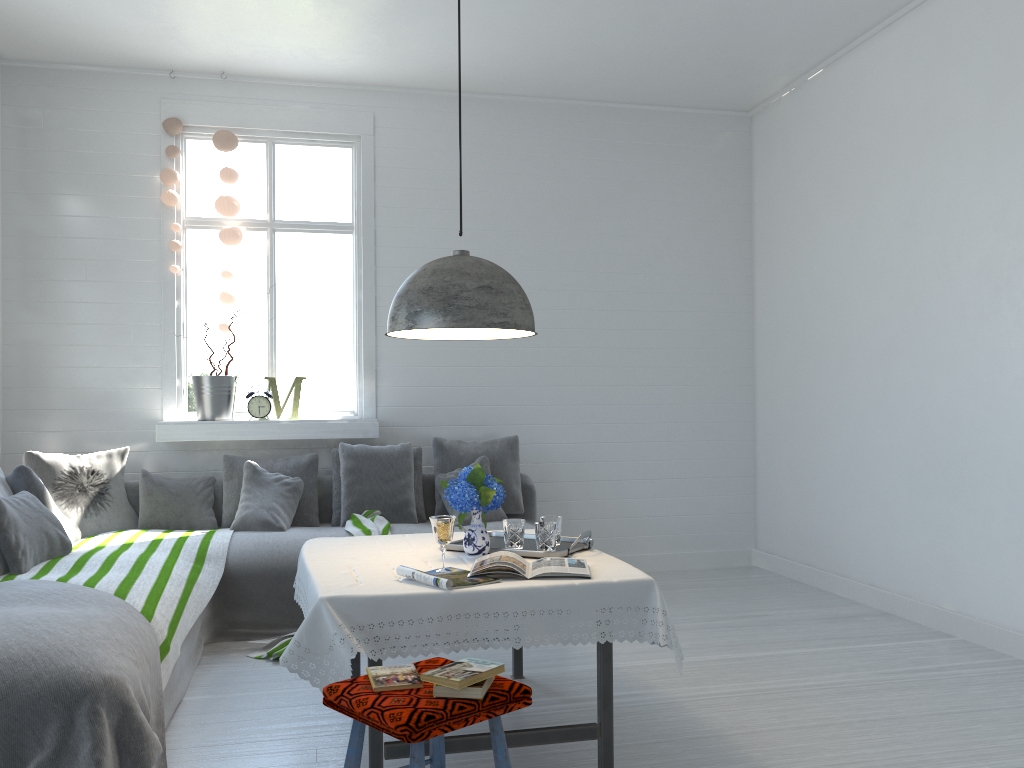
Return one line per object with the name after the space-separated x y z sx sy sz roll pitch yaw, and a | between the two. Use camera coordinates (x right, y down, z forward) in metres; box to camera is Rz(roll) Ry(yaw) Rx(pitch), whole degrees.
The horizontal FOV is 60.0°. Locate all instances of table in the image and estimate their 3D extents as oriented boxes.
-0.214 1.037 3.535 1.327 0.725 1.671 0 -1 -12 | table

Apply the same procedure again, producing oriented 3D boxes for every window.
-1.713 -0.809 6.288 1.482 2.398 0.378 0 0 -13 | window

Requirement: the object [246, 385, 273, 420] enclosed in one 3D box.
-1.754 0.132 6.158 0.182 0.250 0.075 0 -1 -13 | object

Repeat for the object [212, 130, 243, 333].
-1.999 -1.073 6.230 0.200 1.426 0.196 -1 -1 28 | object

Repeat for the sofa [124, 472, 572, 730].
-1.099 1.035 4.578 3.407 0.899 3.395 0 -1 -13 | sofa

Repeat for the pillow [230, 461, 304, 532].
-1.573 0.730 5.688 0.380 0.463 0.416 -1 -1 2 | pillow

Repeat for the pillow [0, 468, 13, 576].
-2.590 0.676 4.420 0.279 0.561 0.639 0 -1 -12 | pillow

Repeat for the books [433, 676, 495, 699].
-0.124 0.788 2.350 0.128 0.030 0.182 -1 -1 9 | books

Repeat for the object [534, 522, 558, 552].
0.136 0.613 3.544 0.095 0.119 0.095 -1 -1 11 | object

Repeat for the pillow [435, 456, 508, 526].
-0.268 0.726 5.985 0.380 0.463 0.416 0 -1 -28 | pillow

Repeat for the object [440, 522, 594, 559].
0.020 0.642 3.708 0.651 0.092 0.398 -1 -2 29 | object

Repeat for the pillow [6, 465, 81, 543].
-2.647 0.694 4.928 0.344 0.526 0.616 0 -1 -14 | pillow

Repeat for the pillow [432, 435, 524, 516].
-0.240 0.648 6.259 0.639 0.561 0.279 0 -1 -12 | pillow

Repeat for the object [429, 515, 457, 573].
-0.242 0.564 3.126 0.098 0.191 0.098 -1 -1 7 | object

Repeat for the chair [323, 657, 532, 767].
-0.228 1.090 2.397 0.419 0.562 0.419 0 -1 -43 | chair

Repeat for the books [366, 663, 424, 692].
-0.323 0.801 2.424 0.133 0.012 0.189 0 -2 -15 | books

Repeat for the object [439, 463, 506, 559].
-0.154 0.497 3.500 0.265 0.377 0.236 0 -1 -11 | object

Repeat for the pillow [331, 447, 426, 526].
-0.923 0.702 6.113 0.641 0.520 0.280 0 -1 -12 | pillow

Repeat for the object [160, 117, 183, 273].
-2.377 -1.319 6.196 0.153 1.088 0.150 0 -1 -37 | object

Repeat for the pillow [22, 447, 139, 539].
-2.656 0.687 5.567 0.395 0.561 0.638 -1 -1 27 | pillow

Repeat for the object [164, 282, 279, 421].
-1.940 -0.220 5.910 0.848 0.936 0.635 -1 -1 34 | object

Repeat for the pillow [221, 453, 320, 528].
-1.616 0.732 5.944 0.639 0.521 0.279 0 -1 -13 | pillow

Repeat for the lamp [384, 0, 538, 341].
-0.208 -1.216 3.500 0.601 2.044 0.601 0 -1 -42 | lamp

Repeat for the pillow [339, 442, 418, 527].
-0.901 0.680 5.970 0.509 0.572 0.296 0 -1 -13 | pillow

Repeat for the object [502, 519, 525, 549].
0.009 0.617 3.646 0.095 0.119 0.095 0 -1 -29 | object

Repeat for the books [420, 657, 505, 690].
-0.128 0.762 2.348 0.133 0.022 0.189 -2 -2 38 | books

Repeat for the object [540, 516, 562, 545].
0.165 0.618 3.734 0.095 0.119 0.095 -1 -1 11 | object

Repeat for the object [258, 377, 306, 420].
-1.635 0.106 6.314 0.330 0.311 0.052 0 -1 -23 | object

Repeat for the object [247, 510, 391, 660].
-0.992 1.028 5.300 0.622 0.833 1.581 -1 -1 12 | object

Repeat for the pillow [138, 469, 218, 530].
-2.175 0.772 5.818 0.495 0.438 0.280 0 -1 -11 | pillow

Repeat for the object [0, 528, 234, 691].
-1.972 1.106 4.213 1.043 0.473 3.165 0 -1 -12 | object

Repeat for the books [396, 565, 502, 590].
-0.216 0.647 3.019 0.229 0.043 0.300 1 -2 -39 | books

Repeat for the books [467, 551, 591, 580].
0.061 0.642 3.156 0.422 0.049 0.300 -1 -1 2 | books

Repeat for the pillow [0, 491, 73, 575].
-2.439 0.729 4.379 0.277 0.445 0.528 -1 -1 2 | pillow

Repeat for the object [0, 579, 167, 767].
-1.830 1.011 3.127 1.684 0.924 1.212 -1 -1 28 | object
